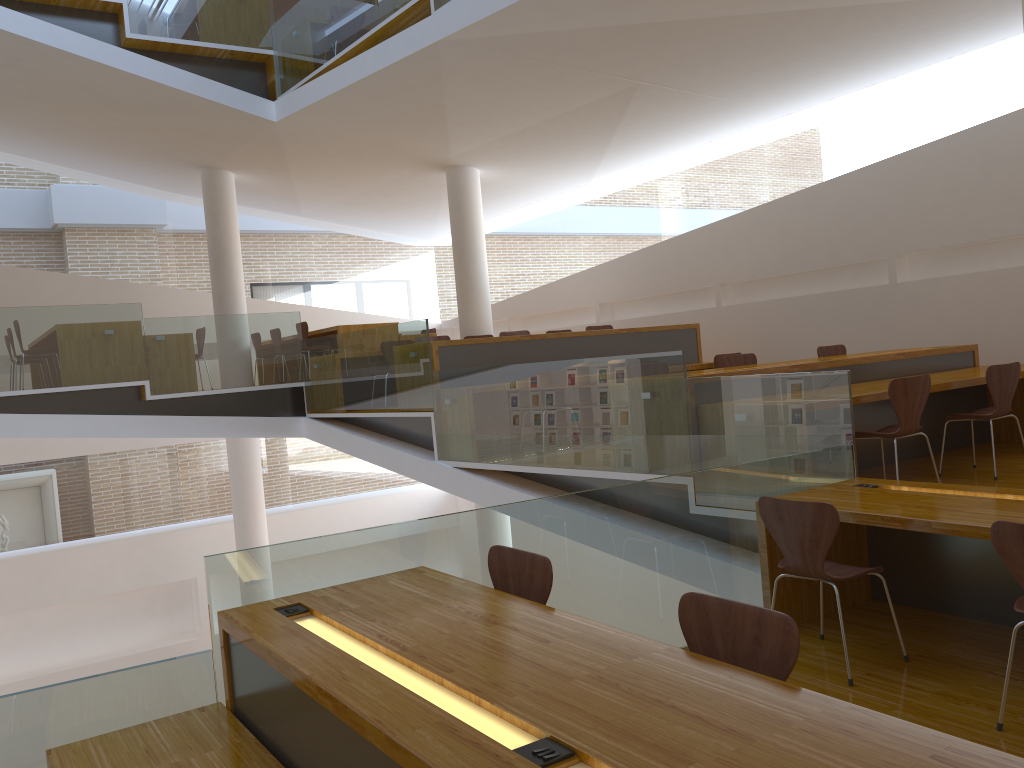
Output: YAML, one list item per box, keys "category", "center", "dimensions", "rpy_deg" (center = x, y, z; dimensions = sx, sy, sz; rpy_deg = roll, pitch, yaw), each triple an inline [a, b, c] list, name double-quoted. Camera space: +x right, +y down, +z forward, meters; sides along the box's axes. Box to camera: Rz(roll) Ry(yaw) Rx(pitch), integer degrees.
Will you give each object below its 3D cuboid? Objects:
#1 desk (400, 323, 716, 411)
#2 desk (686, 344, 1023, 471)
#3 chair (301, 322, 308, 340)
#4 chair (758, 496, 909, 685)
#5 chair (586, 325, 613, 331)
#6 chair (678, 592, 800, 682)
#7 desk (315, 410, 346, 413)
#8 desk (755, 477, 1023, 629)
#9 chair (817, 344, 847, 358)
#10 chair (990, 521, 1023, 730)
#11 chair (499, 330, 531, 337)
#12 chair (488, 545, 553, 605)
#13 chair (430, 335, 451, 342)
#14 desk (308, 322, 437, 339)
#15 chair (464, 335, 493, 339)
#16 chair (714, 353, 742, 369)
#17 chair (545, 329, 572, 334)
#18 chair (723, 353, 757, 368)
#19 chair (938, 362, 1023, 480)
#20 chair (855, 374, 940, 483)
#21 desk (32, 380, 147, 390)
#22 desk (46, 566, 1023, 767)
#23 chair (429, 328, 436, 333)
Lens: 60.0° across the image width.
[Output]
- category: "desk"
  center: [0.629, 0.007, 8.613]
  dimensions: [3.216, 1.022, 1.248]
  rpy_deg: [-6, 2, -33]
- category: "desk"
  center: [2.458, 0.205, 6.252]
  dimensions: [3.243, 0.785, 1.527]
  rpy_deg: [-6, 2, -33]
- category: "chair"
  center: [-2.280, -0.383, 10.394]
  dimensions: [0.381, 0.693, 0.428]
  rpy_deg: [-6, 2, -33]
- category: "chair"
  center: [1.296, 0.788, 3.628]
  dimensions: [0.381, 0.693, 0.428]
  rpy_deg: [-6, 2, -33]
- category: "chair"
  center: [1.092, -0.314, 9.760]
  dimensions: [0.428, 0.693, 0.381]
  rpy_deg: [-6, 2, -33]
- category: "chair"
  center: [0.440, 0.900, 2.110]
  dimensions: [0.381, 0.693, 0.428]
  rpy_deg: [-6, 2, -33]
- category: "desk"
  center: [-0.564, -0.140, 10.265]
  dimensions: [3.356, 0.606, 0.760]
  rpy_deg: [-6, 2, -33]
- category: "desk"
  center: [2.322, 0.765, 2.944]
  dimensions: [0.760, 0.606, 3.185]
  rpy_deg: [-6, 2, -33]
- category: "chair"
  center: [2.927, 0.001, 7.669]
  dimensions: [0.428, 0.693, 0.381]
  rpy_deg: [-6, 2, -33]
- category: "chair"
  center: [1.823, 0.763, 2.812]
  dimensions: [0.381, 0.693, 0.428]
  rpy_deg: [-6, 2, -33]
- category: "chair"
  center: [0.147, -0.217, 9.192]
  dimensions: [0.428, 0.693, 0.381]
  rpy_deg: [-6, 2, -33]
- category: "chair"
  center: [-0.087, 0.925, 2.925]
  dimensions: [0.381, 0.693, 0.428]
  rpy_deg: [-6, 2, -33]
- category: "chair"
  center: [-0.665, -0.134, 8.664]
  dimensions: [0.428, 0.693, 0.381]
  rpy_deg: [-6, 2, -33]
- category: "desk"
  center: [-2.279, -0.299, 11.745]
  dimensions: [1.247, 0.762, 3.194]
  rpy_deg: [-6, 2, -33]
- category: "chair"
  center: [-0.427, -0.185, 9.875]
  dimensions: [0.428, 0.693, 0.381]
  rpy_deg: [-6, 2, -33]
- category: "chair"
  center: [2.045, 0.053, 8.787]
  dimensions: [0.428, 0.693, 0.381]
  rpy_deg: [-6, 2, -33]
- category: "chair"
  center: [0.487, -0.280, 10.515]
  dimensions: [0.428, 0.693, 0.381]
  rpy_deg: [-6, 2, -33]
- category: "chair"
  center: [1.971, 0.098, 7.094]
  dimensions: [0.428, 0.693, 0.381]
  rpy_deg: [-6, 2, -33]
- category: "chair"
  center: [2.959, 0.224, 5.594]
  dimensions: [0.428, 0.693, 0.381]
  rpy_deg: [-6, 2, -33]
- category: "chair"
  center: [2.147, 0.307, 5.067]
  dimensions: [0.428, 0.693, 0.381]
  rpy_deg: [-6, 2, -33]
- category: "desk"
  center: [-4.653, -0.205, 10.130]
  dimensions: [1.248, 0.757, 3.196]
  rpy_deg: [-6, 2, -33]
- category: "desk"
  center: [0.020, 1.153, 1.670]
  dimensions: [1.285, 0.918, 3.236]
  rpy_deg: [-6, 2, -33]
- category: "chair"
  center: [-1.197, -0.361, 11.514]
  dimensions: [0.381, 0.693, 0.428]
  rpy_deg: [-6, 2, -33]
